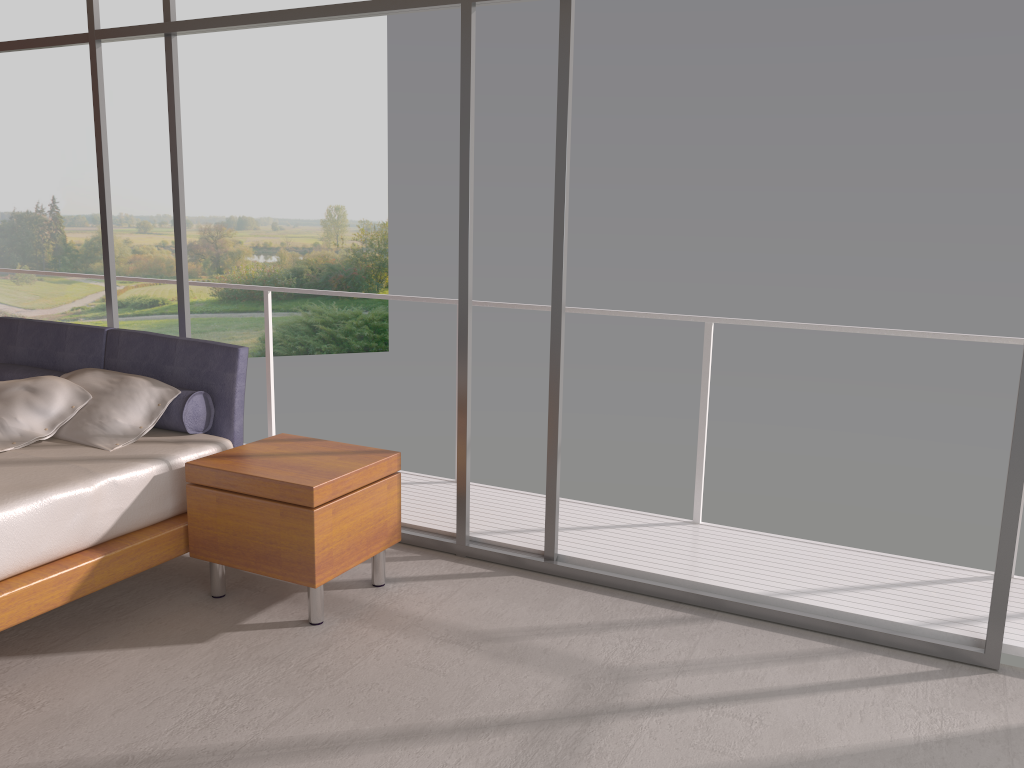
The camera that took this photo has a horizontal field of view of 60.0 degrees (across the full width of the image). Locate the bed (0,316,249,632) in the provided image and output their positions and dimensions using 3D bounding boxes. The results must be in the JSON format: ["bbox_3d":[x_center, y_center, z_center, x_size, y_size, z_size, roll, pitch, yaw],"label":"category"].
[{"bbox_3d":[-2.482,0.389,3.316,2.017,0.959,2.462,6,12,26],"label":"bed"}]

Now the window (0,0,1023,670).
[{"bbox_3d":[-0.984,-0.847,4.167,6.106,3.133,0.075,6,12,26],"label":"window"}]

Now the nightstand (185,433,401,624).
[{"bbox_3d":[-0.868,0.565,3.596,0.628,0.556,0.562,6,12,26],"label":"nightstand"}]

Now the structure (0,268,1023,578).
[{"bbox_3d":[-0.997,0.037,4.788,7.689,1.005,0.728,6,12,26],"label":"structure"}]

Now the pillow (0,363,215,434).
[{"bbox_3d":[-2.004,0.053,4.186,1.470,0.201,0.205,6,12,26],"label":"pillow"}]

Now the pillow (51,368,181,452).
[{"bbox_3d":[-1.850,0.103,3.887,0.791,0.265,0.400,7,12,29],"label":"pillow"}]

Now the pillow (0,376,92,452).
[{"bbox_3d":[-2.253,0.105,3.883,0.869,0.264,0.431,8,13,33],"label":"pillow"}]
